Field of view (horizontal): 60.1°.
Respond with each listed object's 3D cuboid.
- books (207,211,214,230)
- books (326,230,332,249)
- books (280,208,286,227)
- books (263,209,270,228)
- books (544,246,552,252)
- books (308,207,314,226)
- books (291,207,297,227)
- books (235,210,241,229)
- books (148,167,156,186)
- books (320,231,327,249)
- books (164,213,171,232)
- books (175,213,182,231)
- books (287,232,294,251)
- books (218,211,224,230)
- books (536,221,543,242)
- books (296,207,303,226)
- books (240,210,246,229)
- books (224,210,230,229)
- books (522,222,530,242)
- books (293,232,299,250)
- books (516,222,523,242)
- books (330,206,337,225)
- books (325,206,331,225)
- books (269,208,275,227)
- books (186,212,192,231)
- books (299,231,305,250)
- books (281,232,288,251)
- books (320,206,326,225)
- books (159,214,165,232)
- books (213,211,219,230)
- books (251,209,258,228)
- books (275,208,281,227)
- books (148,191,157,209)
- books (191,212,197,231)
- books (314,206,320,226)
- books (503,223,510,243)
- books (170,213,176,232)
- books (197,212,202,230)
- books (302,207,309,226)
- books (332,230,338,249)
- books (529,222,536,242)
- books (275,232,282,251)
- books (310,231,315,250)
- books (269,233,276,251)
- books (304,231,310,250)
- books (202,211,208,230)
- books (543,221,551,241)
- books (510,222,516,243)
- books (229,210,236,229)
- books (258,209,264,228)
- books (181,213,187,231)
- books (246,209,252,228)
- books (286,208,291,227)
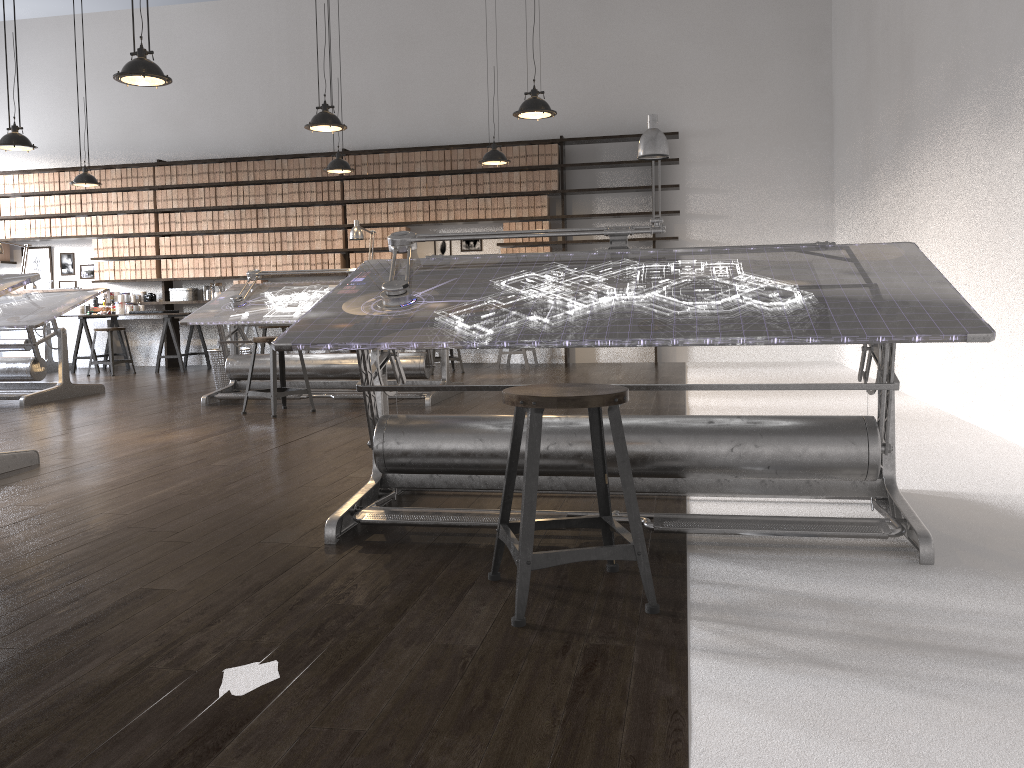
[{"bbox_3d":[-3.510,-1.913,10.429,0.067,0.225,0.175,-1,4,11],"label":"books"},{"bbox_3d":[-2.066,-1.644,10.164,0.066,0.225,0.175,-1,4,11],"label":"books"},{"bbox_3d":[-2.615,-1.917,10.253,0.067,0.225,0.175,-1,4,11],"label":"books"},{"bbox_3d":[-2.820,-1.916,10.295,0.066,0.225,0.175,-1,4,11],"label":"books"},{"bbox_3d":[0.398,-1.388,9.695,0.066,0.225,0.175,-1,4,11],"label":"books"},{"bbox_3d":[-2.278,-1.919,10.194,0.066,0.225,0.175,-1,4,11],"label":"books"},{"bbox_3d":[-2.487,-1.918,10.231,0.066,0.225,0.175,-1,4,11],"label":"books"},{"bbox_3d":[-3.163,-1.915,10.359,0.067,0.225,0.175,-1,4,11],"label":"books"},{"bbox_3d":[-4.250,-2.460,10.545,0.066,0.225,0.175,-1,4,11],"label":"books"},{"bbox_3d":[-2.136,-1.643,10.174,0.067,0.225,0.175,-1,4,11],"label":"books"},{"bbox_3d":[-4.057,-1.911,10.536,0.067,0.225,0.175,-1,4,11],"label":"books"},{"bbox_3d":[-3.914,-1.911,10.509,0.066,0.225,0.175,-1,4,11],"label":"books"},{"bbox_3d":[-2.533,-1.642,10.252,0.066,0.225,0.175,-1,4,11],"label":"books"},{"bbox_3d":[-3.372,-1.914,10.408,0.066,0.225,0.175,-1,4,11],"label":"books"},{"bbox_3d":[0.311,-1.661,9.700,0.066,0.225,0.175,-1,4,11],"label":"books"},{"bbox_3d":[-2.416,-1.918,10.215,0.067,0.225,0.175,-1,4,11],"label":"books"},{"bbox_3d":[-3.100,-1.915,10.352,0.066,0.225,0.175,-1,4,11],"label":"books"},{"bbox_3d":[-3.304,-1.914,10.391,0.066,0.225,0.175,-1,4,11],"label":"books"},{"bbox_3d":[0.164,-1.661,9.728,0.066,0.225,0.175,-1,4,11],"label":"books"},{"bbox_3d":[-2.463,-1.642,10.243,0.066,0.225,0.175,-1,4,11],"label":"books"},{"bbox_3d":[0.094,-1.660,9.737,0.066,0.225,0.175,-1,4,11],"label":"books"},{"bbox_3d":[-2.012,-1.920,10.138,0.066,0.225,0.175,-1,4,11],"label":"books"},{"bbox_3d":[-2.074,-1.920,10.146,0.067,0.225,0.175,-1,4,11],"label":"books"},{"bbox_3d":[-2.749,-1.917,10.285,0.066,0.225,0.175,-1,4,11],"label":"books"},{"bbox_3d":[-3.774,-1.912,10.486,0.066,0.225,0.175,-1,4,11],"label":"books"},{"bbox_3d":[-2.393,-1.643,10.229,0.066,0.225,0.175,-1,4,11],"label":"books"},{"bbox_3d":[-2.602,-1.642,10.271,0.066,0.225,0.175,-1,4,11],"label":"books"},{"bbox_3d":[-2.140,-1.919,10.159,0.066,0.225,0.175,-1,4,11],"label":"books"},{"bbox_3d":[-4.129,-1.911,10.556,0.066,0.225,0.175,-1,4,11],"label":"books"},{"bbox_3d":[-3.440,-1.914,10.419,0.066,0.225,0.175,-1,4,11],"label":"books"},{"bbox_3d":[-2.963,-1.916,10.322,0.067,0.225,0.175,-1,4,11],"label":"books"},{"bbox_3d":[-2.680,-1.917,10.271,0.066,0.225,0.175,-1,4,11],"label":"books"},{"bbox_3d":[-4.250,-2.184,10.560,0.067,0.225,0.175,-1,4,11],"label":"books"},{"bbox_3d":[-3.709,-1.912,10.467,0.067,0.225,0.175,-1,4,11],"label":"books"},{"bbox_3d":[-2.210,-1.919,10.176,0.066,0.225,0.175,-1,4,11],"label":"books"},{"bbox_3d":[-0.045,-1.660,9.769,0.066,0.225,0.175,-1,4,11],"label":"books"},{"bbox_3d":[-3.983,-1.911,10.527,0.066,0.225,0.175,-1,4,11],"label":"books"},{"bbox_3d":[-3.642,-1.913,10.459,0.066,0.225,0.175,-1,4,11],"label":"books"},{"bbox_3d":[-2.346,-1.919,10.205,0.066,0.225,0.175,-1,4,11],"label":"books"},{"bbox_3d":[-1.997,-1.645,10.153,0.066,0.225,0.175,-1,4,11],"label":"books"},{"bbox_3d":[0.237,-1.661,9.708,0.067,0.225,0.175,-1,4,11],"label":"books"},{"bbox_3d":[-2.677,-1.641,10.280,0.067,0.225,0.175,-1,4,11],"label":"books"},{"bbox_3d":[-2.262,-1.643,10.202,0.066,0.225,0.175,-1,4,11],"label":"books"},{"bbox_3d":[-2.748,-1.641,10.299,0.066,0.225,0.175,-1,4,11],"label":"books"},{"bbox_3d":[-2.328,-1.642,10.210,0.067,0.225,0.175,-1,4,11],"label":"books"},{"bbox_3d":[-3.581,-1.913,10.445,0.066,0.225,0.175,-1,4,11],"label":"books"},{"bbox_3d":[0.385,-1.662,9.683,0.066,0.225,0.175,-1,4,11],"label":"books"},{"bbox_3d":[0.025,-1.660,9.755,0.066,0.225,0.175,-1,4,11],"label":"books"},{"bbox_3d":[-3.233,-1.914,10.373,0.066,0.225,0.175,-1,4,11],"label":"books"},{"bbox_3d":[-2.889,-1.917,10.313,0.066,0.225,0.175,-1,4,11],"label":"books"},{"bbox_3d":[-3.843,-1.912,10.499,0.066,0.225,0.175,-1,4,11],"label":"books"},{"bbox_3d":[-3.035,-1.916,10.341,0.066,0.225,0.175,-1,4,11],"label":"books"},{"bbox_3d":[-2.548,-1.918,10.244,0.066,0.225,0.175,-1,4,11],"label":"books"}]
